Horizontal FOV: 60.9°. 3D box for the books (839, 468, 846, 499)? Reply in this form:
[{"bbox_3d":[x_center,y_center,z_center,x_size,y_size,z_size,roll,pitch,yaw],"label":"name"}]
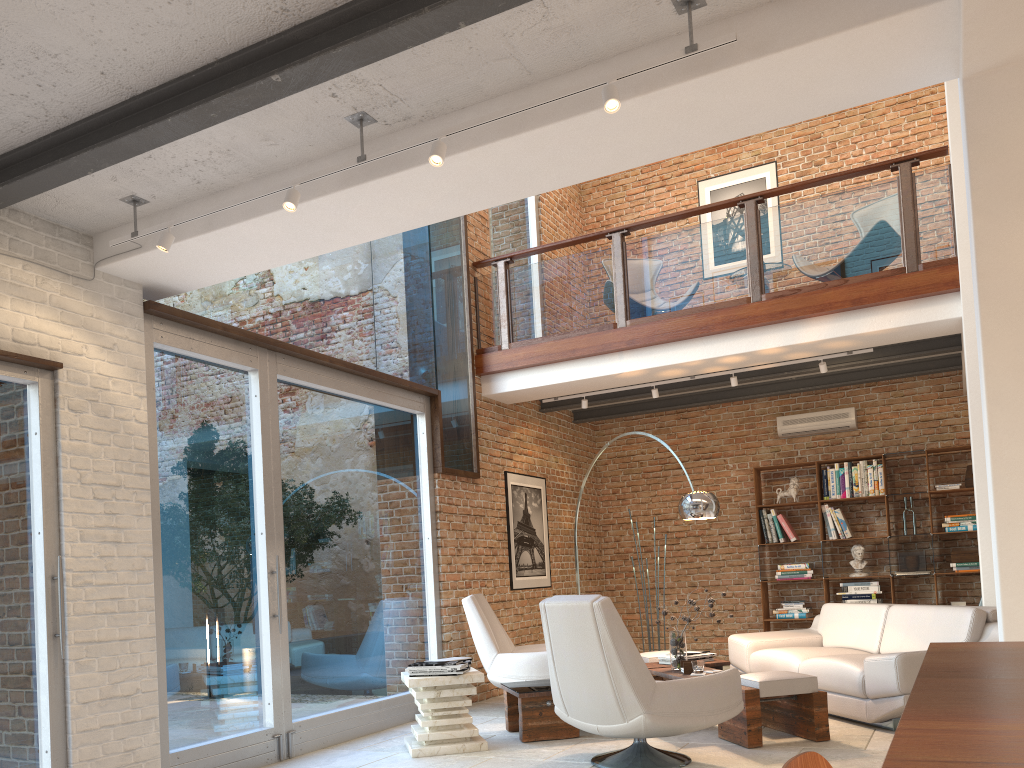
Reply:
[{"bbox_3d":[3.558,1.074,9.343,0.056,0.323,0.257,-4,-6,27],"label":"books"}]

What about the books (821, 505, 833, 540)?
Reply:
[{"bbox_3d":[3.419,1.498,9.415,0.102,0.377,0.246,-5,-5,27],"label":"books"}]

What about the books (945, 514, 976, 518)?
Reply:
[{"bbox_3d":[4.568,1.335,8.805,0.358,0.020,0.276,-9,-14,25],"label":"books"}]

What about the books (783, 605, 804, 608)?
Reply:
[{"bbox_3d":[3.097,2.440,9.575,0.208,0.033,0.134,-9,-13,27],"label":"books"}]

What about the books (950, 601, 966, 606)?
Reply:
[{"bbox_3d":[4.520,2.223,8.834,0.133,0.033,0.209,-8,-13,21],"label":"books"}]

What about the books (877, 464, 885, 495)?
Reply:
[{"bbox_3d":[3.897,1.018,9.174,0.056,0.323,0.257,-4,-6,27],"label":"books"}]

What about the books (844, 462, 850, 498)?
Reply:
[{"bbox_3d":[3.589,1.036,9.304,0.037,0.376,0.246,-4,-5,27],"label":"books"}]

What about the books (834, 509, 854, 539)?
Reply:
[{"bbox_3d":[3.554,1.496,9.324,0.159,0.323,0.257,-5,-6,27],"label":"books"}]

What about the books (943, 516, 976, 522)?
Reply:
[{"bbox_3d":[4.563,1.359,8.785,0.382,0.036,0.248,-8,-13,21],"label":"books"}]

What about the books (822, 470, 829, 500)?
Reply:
[{"bbox_3d":[3.407,1.100,9.422,0.056,0.323,0.257,-4,-6,27],"label":"books"}]

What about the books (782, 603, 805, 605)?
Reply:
[{"bbox_3d":[3.094,2.416,9.584,0.238,0.018,0.174,-8,-13,20],"label":"books"}]

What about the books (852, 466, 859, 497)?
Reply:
[{"bbox_3d":[3.663,1.050,9.260,0.056,0.323,0.257,-4,-6,27],"label":"books"}]

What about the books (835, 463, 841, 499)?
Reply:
[{"bbox_3d":[3.509,1.051,9.352,0.037,0.376,0.246,-4,-5,27],"label":"books"}]

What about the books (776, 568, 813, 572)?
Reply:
[{"bbox_3d":[3.106,2.041,9.560,0.358,0.020,0.276,-9,-14,25],"label":"books"}]

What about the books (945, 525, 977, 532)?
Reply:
[{"bbox_3d":[4.576,1.460,8.789,0.331,0.054,0.257,-12,-15,36],"label":"books"}]

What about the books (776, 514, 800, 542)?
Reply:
[{"bbox_3d":[3.047,1.592,9.614,0.196,0.313,0.257,-6,-7,27],"label":"books"}]

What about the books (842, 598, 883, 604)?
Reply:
[{"bbox_3d":[3.706,2.306,9.227,0.381,0.063,0.249,-6,-12,14],"label":"books"}]

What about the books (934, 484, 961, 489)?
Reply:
[{"bbox_3d":[4.409,1.035,8.829,0.238,0.018,0.174,-8,-13,20],"label":"books"}]

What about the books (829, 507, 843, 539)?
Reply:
[{"bbox_3d":[3.494,1.499,9.361,0.125,0.342,0.275,-5,-6,27],"label":"books"}]

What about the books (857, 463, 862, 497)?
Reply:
[{"bbox_3d":[3.703,1.033,9.256,0.021,0.352,0.275,-4,-6,27],"label":"books"}]

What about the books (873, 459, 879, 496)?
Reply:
[{"bbox_3d":[3.844,0.996,9.183,0.037,0.376,0.246,-4,-5,27],"label":"books"}]

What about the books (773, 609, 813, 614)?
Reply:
[{"bbox_3d":[3.081,2.492,9.567,0.383,0.036,0.248,-9,-14,27],"label":"books"}]

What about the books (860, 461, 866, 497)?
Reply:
[{"bbox_3d":[3.734,1.018,9.255,0.037,0.376,0.246,-4,-5,27],"label":"books"}]

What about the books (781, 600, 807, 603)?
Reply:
[{"bbox_3d":[3.091,2.385,9.563,0.254,0.017,0.164,-9,-14,27],"label":"books"}]

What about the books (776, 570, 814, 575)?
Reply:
[{"bbox_3d":[3.100,2.066,9.540,0.382,0.036,0.248,-8,-13,21],"label":"books"}]

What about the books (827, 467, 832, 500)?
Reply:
[{"bbox_3d":[3.440,1.080,9.403,0.021,0.352,0.275,-4,-6,27],"label":"books"}]

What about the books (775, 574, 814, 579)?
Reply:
[{"bbox_3d":[3.095,2.105,9.550,0.382,0.036,0.248,-8,-13,22],"label":"books"}]

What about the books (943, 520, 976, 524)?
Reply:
[{"bbox_3d":[4.567,1.388,8.793,0.382,0.018,0.248,-8,-13,20],"label":"books"}]

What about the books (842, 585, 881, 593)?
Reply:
[{"bbox_3d":[3.705,2.170,9.250,0.382,0.063,0.248,-8,-13,21],"label":"books"}]

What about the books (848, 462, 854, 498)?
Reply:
[{"bbox_3d":[3.627,1.033,9.296,0.037,0.376,0.246,-4,-5,27],"label":"books"}]

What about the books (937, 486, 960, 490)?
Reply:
[{"bbox_3d":[4.412,1.059,8.820,0.208,0.033,0.134,-9,-13,27],"label":"books"}]

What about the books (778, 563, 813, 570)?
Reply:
[{"bbox_3d":[3.110,2.002,9.556,0.330,0.054,0.258,-10,-14,29],"label":"books"}]

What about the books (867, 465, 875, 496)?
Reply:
[{"bbox_3d":[3.801,1.029,9.199,0.056,0.323,0.257,-4,-6,27],"label":"books"}]

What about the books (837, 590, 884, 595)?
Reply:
[{"bbox_3d":[3.691,2.211,9.236,0.448,0.020,0.276,-9,-14,27],"label":"books"}]

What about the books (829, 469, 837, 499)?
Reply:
[{"bbox_3d":[3.467,1.085,9.369,0.056,0.323,0.257,-4,-6,27],"label":"books"}]

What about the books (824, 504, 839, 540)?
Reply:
[{"bbox_3d":[3.442,1.489,9.377,0.104,0.376,0.246,-5,-5,27],"label":"books"}]

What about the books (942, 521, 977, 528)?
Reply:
[{"bbox_3d":[4.559,1.419,8.808,0.383,0.036,0.248,-9,-14,27],"label":"books"}]

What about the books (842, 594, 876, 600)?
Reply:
[{"bbox_3d":[3.673,2.249,9.232,0.329,0.054,0.259,-8,-13,22],"label":"books"}]

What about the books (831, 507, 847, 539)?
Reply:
[{"bbox_3d":[3.518,1.497,9.359,0.125,0.342,0.275,-5,-6,27],"label":"books"}]

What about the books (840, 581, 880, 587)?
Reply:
[{"bbox_3d":[3.696,2.120,9.250,0.383,0.036,0.248,-9,-14,27],"label":"books"}]

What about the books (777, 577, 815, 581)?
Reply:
[{"bbox_3d":[3.108,2.133,9.551,0.359,0.020,0.276,-9,-14,27],"label":"books"}]

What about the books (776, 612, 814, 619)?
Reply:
[{"bbox_3d":[3.098,2.533,9.549,0.331,0.054,0.257,-12,-15,36],"label":"books"}]

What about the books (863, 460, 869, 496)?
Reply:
[{"bbox_3d":[3.761,1.010,9.227,0.037,0.376,0.246,-4,-5,27],"label":"books"}]

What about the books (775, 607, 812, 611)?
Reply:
[{"bbox_3d":[3.089,2.461,9.552,0.382,0.018,0.248,-8,-13,20],"label":"books"}]
